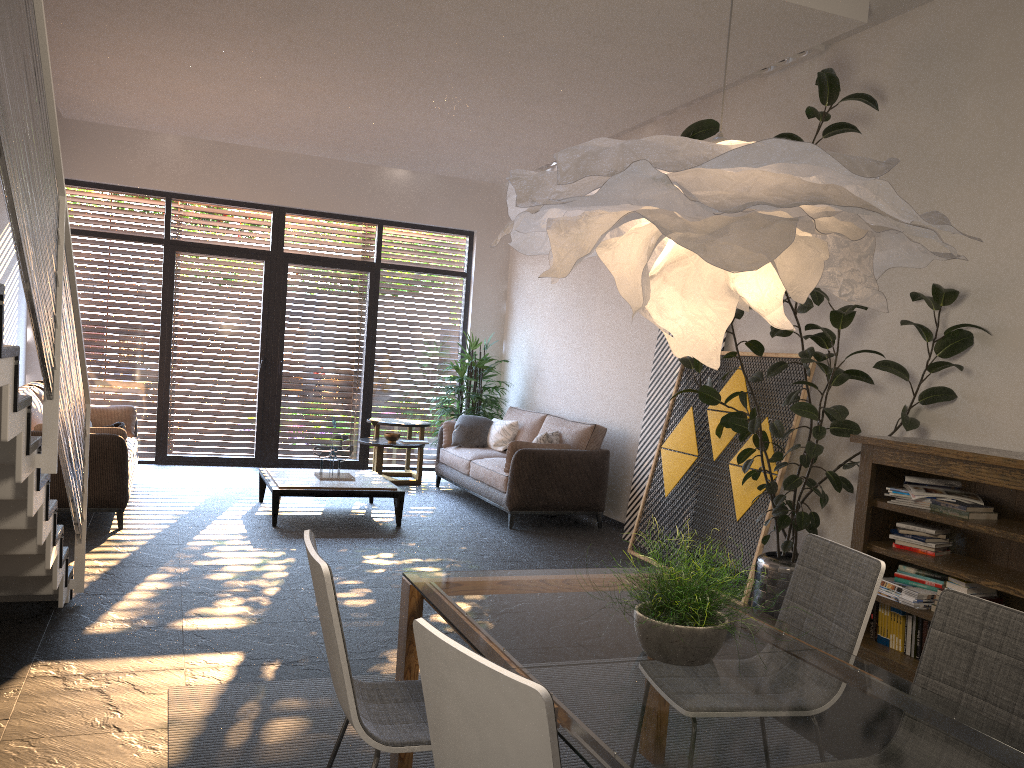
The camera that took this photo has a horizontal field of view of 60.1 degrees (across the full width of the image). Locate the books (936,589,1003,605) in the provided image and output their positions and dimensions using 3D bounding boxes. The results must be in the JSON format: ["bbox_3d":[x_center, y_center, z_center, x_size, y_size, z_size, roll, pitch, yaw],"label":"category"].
[{"bbox_3d":[2.186,1.016,4.232,0.225,0.029,0.178,4,2,-18],"label":"books"}]

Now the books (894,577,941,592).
[{"bbox_3d":[2.090,1.005,4.465,0.175,0.024,0.248,3,2,-41],"label":"books"}]

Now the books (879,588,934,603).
[{"bbox_3d":[2.014,1.059,4.467,0.219,0.008,0.287,4,2,-15],"label":"books"}]

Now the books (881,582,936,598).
[{"bbox_3d":[2.017,1.029,4.457,0.219,0.008,0.303,4,2,-18],"label":"books"}]

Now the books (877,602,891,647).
[{"bbox_3d":[2.022,1.252,4.658,0.171,0.236,0.100,3,5,-21],"label":"books"}]

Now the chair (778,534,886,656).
[{"bbox_3d":[0.752,0.957,2.803,0.602,0.923,0.473,3,4,-12],"label":"chair"}]

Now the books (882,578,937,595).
[{"bbox_3d":[2.022,1.013,4.455,0.219,0.013,0.303,4,2,-17],"label":"books"}]

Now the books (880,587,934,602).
[{"bbox_3d":[2.015,1.054,4.467,0.219,0.008,0.287,4,2,-15],"label":"books"}]

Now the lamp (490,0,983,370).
[{"bbox_3d":[0.670,-2.637,1.970,1.118,5.235,1.056,3,5,-10],"label":"lamp"}]

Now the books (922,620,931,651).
[{"bbox_3d":[2.123,1.273,4.399,0.171,0.225,0.082,3,5,-21],"label":"books"}]

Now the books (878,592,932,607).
[{"bbox_3d":[2.007,1.080,4.468,0.219,0.007,0.303,4,2,-17],"label":"books"}]

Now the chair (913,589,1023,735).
[{"bbox_3d":[0.930,0.991,2.087,0.602,0.923,0.473,3,4,-21],"label":"chair"}]

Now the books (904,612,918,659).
[{"bbox_3d":[2.079,1.259,4.499,0.167,0.242,0.099,3,5,-21],"label":"books"}]

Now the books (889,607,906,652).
[{"bbox_3d":[2.052,1.256,4.582,0.171,0.236,0.107,3,4,-21],"label":"books"}]

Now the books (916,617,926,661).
[{"bbox_3d":[2.105,1.262,4.447,0.171,0.242,0.055,3,5,-21],"label":"books"}]

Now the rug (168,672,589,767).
[{"bbox_3d":[0.375,1.400,2.312,2.373,0.006,3.670,4,2,-21],"label":"rug"}]

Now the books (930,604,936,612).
[{"bbox_3d":[2.171,1.094,4.244,0.243,0.034,0.179,4,2,-19],"label":"books"}]

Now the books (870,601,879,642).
[{"bbox_3d":[1.998,1.244,4.722,0.171,0.242,0.084,3,5,-21],"label":"books"}]

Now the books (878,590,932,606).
[{"bbox_3d":[2.009,1.072,4.466,0.219,0.008,0.303,4,2,-17],"label":"books"}]

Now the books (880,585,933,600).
[{"bbox_3d":[2.015,1.043,4.460,0.219,0.008,0.287,4,2,-17],"label":"books"}]

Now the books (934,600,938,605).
[{"bbox_3d":[2.178,1.065,4.251,0.227,0.024,0.166,4,2,-23],"label":"books"}]

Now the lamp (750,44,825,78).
[{"bbox_3d":[1.746,-2.164,5.850,0.253,0.066,0.642,4,2,-21],"label":"lamp"}]

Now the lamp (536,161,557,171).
[{"bbox_3d":[0.358,-2.372,9.417,0.253,0.066,0.642,4,2,-21],"label":"lamp"}]

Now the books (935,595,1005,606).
[{"bbox_3d":[2.192,1.043,4.242,0.243,0.024,0.174,4,2,-14],"label":"books"}]

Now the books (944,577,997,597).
[{"bbox_3d":[2.204,0.968,4.240,0.217,0.069,0.157,4,2,-12],"label":"books"}]

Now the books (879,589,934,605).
[{"bbox_3d":[2.008,1.064,4.467,0.219,0.013,0.303,4,2,-17],"label":"books"}]

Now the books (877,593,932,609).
[{"bbox_3d":[2.008,1.087,4.467,0.219,0.008,0.303,4,2,-22],"label":"books"}]

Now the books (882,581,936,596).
[{"bbox_3d":[2.022,1.022,4.457,0.219,0.008,0.303,4,2,-17],"label":"books"}]

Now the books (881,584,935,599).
[{"bbox_3d":[2.014,1.036,4.457,0.219,0.008,0.303,4,2,-18],"label":"books"}]

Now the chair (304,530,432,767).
[{"bbox_3d":[-0.278,0.891,2.411,0.602,0.923,0.473,3,4,-19],"label":"chair"}]

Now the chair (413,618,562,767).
[{"bbox_3d":[0.125,0.940,1.770,0.602,0.923,0.473,2,5,-36],"label":"chair"}]

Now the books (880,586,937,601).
[{"bbox_3d":[2.019,1.048,4.459,0.219,0.006,0.303,4,2,-17],"label":"books"}]

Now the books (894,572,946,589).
[{"bbox_3d":[2.091,0.982,4.463,0.175,0.024,0.248,3,2,-36],"label":"books"}]
